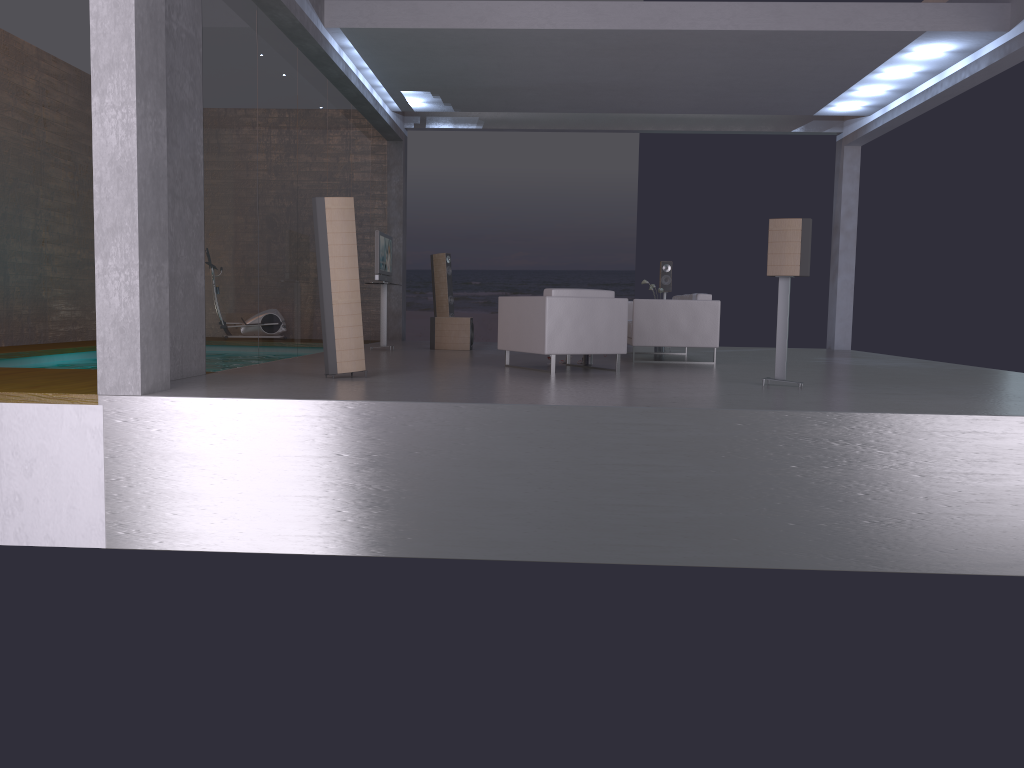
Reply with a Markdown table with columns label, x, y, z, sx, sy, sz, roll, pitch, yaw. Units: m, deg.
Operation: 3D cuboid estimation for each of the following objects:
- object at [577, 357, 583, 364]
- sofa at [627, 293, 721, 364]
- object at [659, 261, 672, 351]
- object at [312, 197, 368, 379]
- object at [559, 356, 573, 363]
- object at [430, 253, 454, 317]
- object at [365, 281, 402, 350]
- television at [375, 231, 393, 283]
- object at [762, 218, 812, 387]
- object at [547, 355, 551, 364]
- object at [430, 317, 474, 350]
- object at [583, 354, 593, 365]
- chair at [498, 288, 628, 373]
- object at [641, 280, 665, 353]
| label | x | y | z | sx | sy | sz | roll | pitch | yaw |
| --- | --- | --- | --- | --- | --- | --- | --- | --- | --- |
| object | 0.790 | -0.268 | 9.882 | 0.079 | 0.087 | 0.235 | -1 | 5 | -20 |
| sofa | 1.943 | -0.748 | 11.455 | 1.026 | 0.824 | 2.353 | 1 | 5 | 2 |
| object | 2.369 | -1.209 | 13.763 | 0.243 | 1.363 | 0.333 | 2 | 5 | 8 |
| object | -1.424 | -0.785 | 7.252 | 0.444 | 1.473 | 0.244 | -3 | 7 | -42 |
| object | 0.595 | -0.273 | 9.898 | 0.079 | 0.087 | 0.235 | -2 | 6 | -31 |
| object | -1.132 | -1.382 | 14.413 | 0.444 | 1.469 | 0.244 | 4 | 5 | 27 |
| object | -1.762 | -0.947 | 12.168 | 0.360 | 0.958 | 0.818 | 1 | 5 | 2 |
| television | -1.745 | -1.723 | 12.100 | 0.054 | 0.644 | 1.000 | 1 | 5 | 2 |
| object | 2.251 | -0.663 | 7.273 | 0.333 | 1.363 | 0.243 | 4 | 6 | 33 |
| object | 0.432 | -0.333 | 9.715 | 0.091 | 0.233 | 0.091 | 4 | 6 | 30 |
| object | -0.863 | -0.731 | 12.773 | 0.604 | 0.459 | 0.514 | 1 | 5 | 2 |
| object | 0.829 | -0.423 | 9.653 | 0.109 | 0.435 | 0.109 | 4 | 6 | 29 |
| chair | 0.491 | -0.556 | 8.969 | 0.936 | 0.808 | 1.026 | -1 | 5 | -28 |
| object | 2.122 | -0.984 | 12.901 | 0.387 | 1.051 | 0.400 | 5 | 6 | 40 |
